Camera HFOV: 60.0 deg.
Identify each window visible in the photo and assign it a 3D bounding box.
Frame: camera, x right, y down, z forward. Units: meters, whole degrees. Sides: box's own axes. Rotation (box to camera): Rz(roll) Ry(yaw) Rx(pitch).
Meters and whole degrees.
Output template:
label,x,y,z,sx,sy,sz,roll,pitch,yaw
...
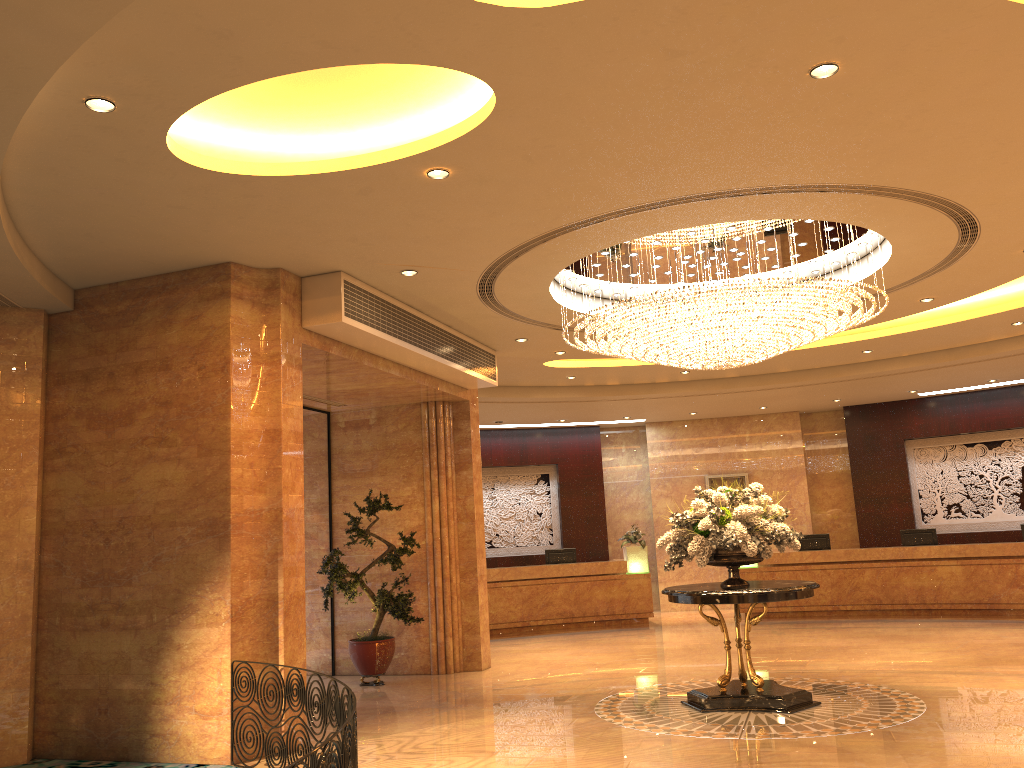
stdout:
label,x,y,z,sx,sy,sz,roll,pitch,yaw
window,-3.051,1.894,10.464,0.047,3.571,3.515,-7,-11,19

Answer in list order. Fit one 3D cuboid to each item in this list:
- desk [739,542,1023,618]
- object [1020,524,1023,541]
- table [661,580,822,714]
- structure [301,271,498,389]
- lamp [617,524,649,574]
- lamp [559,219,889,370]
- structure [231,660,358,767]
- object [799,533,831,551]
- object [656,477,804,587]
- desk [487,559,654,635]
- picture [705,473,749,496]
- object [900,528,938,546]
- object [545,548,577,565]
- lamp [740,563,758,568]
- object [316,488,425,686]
label,x,y,z,sx,sy,sz,roll,pitch,yaw
desk,8.857,2.852,12.816,3.466,1.155,12.951,4,-12,-36
object,8.791,2.554,14.685,0.430,0.500,0.531,-2,-10,-9
table,2.230,2.489,8.511,1.493,1.089,1.493,-5,-10,12
structure,-1.082,-0.484,10.129,0.425,0.483,4.113,-7,-11,19
lamp,2.305,3.111,16.771,0.570,0.923,0.580,-6,-10,15
lamp,2.105,-0.751,9.065,3.204,1.196,3.206,4,-12,-34
structure,-3.049,2.050,3.007,3.815,0.995,7.624,-11,-12,37
object,5.651,3.065,16.600,0.430,0.500,0.531,4,-12,-33
object,2.165,1.470,8.726,1.318,0.999,1.277,5,-13,-40
desk,0.166,3.978,16.478,5.227,1.155,1.570,0,-10,-17
picture,4.534,2.342,18.591,0.875,0.890,0.068,-5,-10,10
object,7.276,2.840,15.830,0.430,0.500,0.531,1,-11,-20
object,0.779,3.406,16.921,0.918,0.500,0.397,-3,-10,1
lamp,4.342,2.970,16.603,0.577,0.925,0.542,-7,-11,21
object,-1.728,2.487,10.914,1.250,2.363,0.843,-3,-10,0
